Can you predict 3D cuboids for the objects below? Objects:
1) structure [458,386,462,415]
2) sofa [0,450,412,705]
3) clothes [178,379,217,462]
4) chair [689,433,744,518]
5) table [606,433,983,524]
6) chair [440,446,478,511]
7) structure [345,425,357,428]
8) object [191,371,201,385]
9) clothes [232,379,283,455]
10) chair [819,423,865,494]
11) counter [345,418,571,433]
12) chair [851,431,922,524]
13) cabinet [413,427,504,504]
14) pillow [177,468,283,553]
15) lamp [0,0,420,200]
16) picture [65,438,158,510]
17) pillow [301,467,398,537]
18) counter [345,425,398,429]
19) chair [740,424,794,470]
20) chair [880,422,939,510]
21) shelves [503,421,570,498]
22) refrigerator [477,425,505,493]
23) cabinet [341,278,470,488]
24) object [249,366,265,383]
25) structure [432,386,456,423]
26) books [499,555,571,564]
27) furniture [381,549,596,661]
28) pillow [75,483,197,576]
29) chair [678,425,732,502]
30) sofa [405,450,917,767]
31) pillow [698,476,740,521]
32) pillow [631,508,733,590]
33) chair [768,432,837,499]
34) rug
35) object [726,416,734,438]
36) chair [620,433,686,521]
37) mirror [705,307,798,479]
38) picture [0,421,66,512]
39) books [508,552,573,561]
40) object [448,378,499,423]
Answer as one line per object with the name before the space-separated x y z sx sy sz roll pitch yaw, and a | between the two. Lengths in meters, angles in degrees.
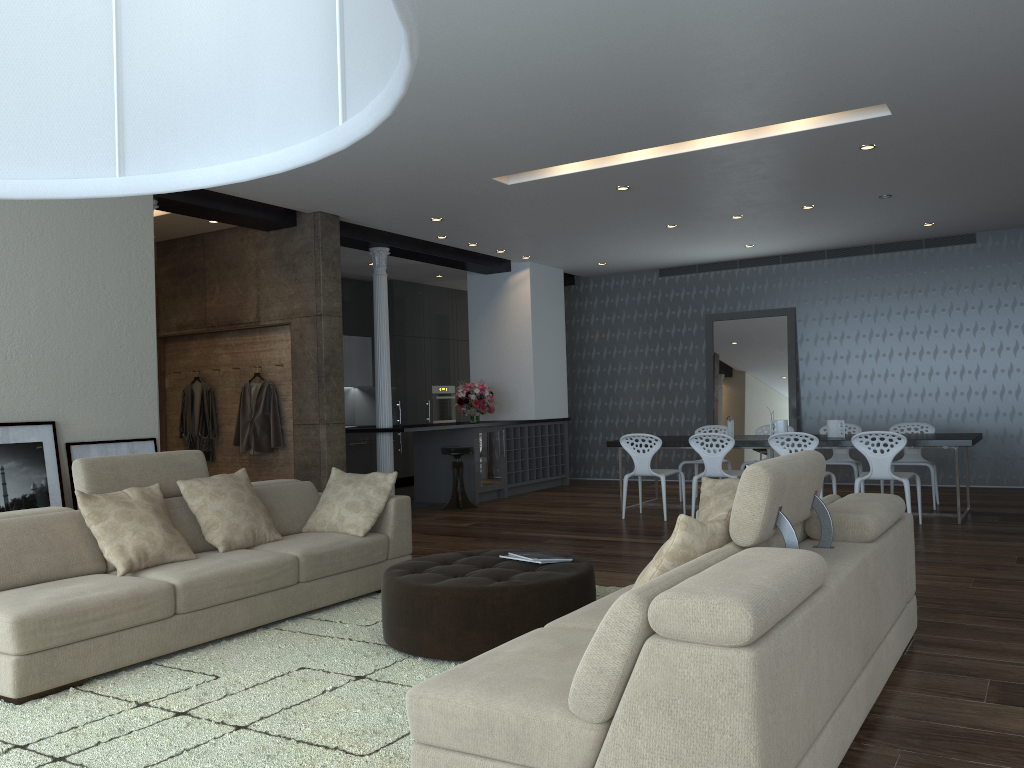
structure | -0.898 0.267 14.376 0.528 0.452 0.595 -3 -1 31
sofa | -1.729 0.848 4.858 1.021 0.950 2.581 -3 -1 31
clothes | -3.266 0.380 9.166 0.569 0.855 0.141 -3 -1 32
chair | 1.949 0.861 8.296 0.495 0.835 0.581 -3 -1 31
table | 2.756 0.899 8.863 3.400 0.733 1.200 -3 -1 31
chair | 1.793 1.046 7.538 21.556 0.952 16.134 -3 -1 31
structure | -2.550 0.595 11.813 0.520 0.066 0.900 -3 -1 31
object | -3.265 -0.033 9.186 0.430 0.219 0.010 -3 -1 31
clothes | -2.506 0.320 8.690 0.700 0.735 0.173 -3 -1 30
chair | 3.411 0.836 9.288 0.495 0.835 0.581 -3 -1 31
counter | -0.575 0.502 11.009 1.000 0.040 3.700 -3 -1 31
chair | 3.176 0.805 7.558 0.495 0.835 0.581 -3 -1 31
cabinet | -0.649 0.970 10.853 0.900 0.897 0.642 -3 -1 31
pillow | -1.612 0.720 5.084 0.301 0.439 0.534 -3 -1 28
lamp | -0.384 0.315 0.463 0.698 1.728 0.698 -1 -2 -35
picture | -2.758 0.891 6.268 0.195 0.988 0.700 -3 -1 31
pillow | -1.012 0.734 5.608 0.518 0.393 0.395 -3 -1 28
counter | -2.898 0.705 11.317 0.807 0.223 3.597 -3 -1 31
chair | 2.813 0.864 9.654 0.495 0.835 0.581 -3 -1 31
chair | 4.010 0.809 8.922 0.495 0.835 0.581 -3 -1 31
shelves | -0.038 0.972 11.851 0.900 0.897 1.700 -3 -1 31
refrigerator | -0.268 0.893 10.653 0.075 0.774 0.578 -3 -2 35
cabinet | -1.917 0.008 12.953 0.827 2.980 7.409 -3 -1 31
object | -2.502 -0.069 8.706 0.430 0.219 0.010 -3 -1 31
structure | -1.266 0.336 13.781 0.591 0.596 0.595 -3 -1 31
books | 0.117 0.881 4.482 0.219 0.031 0.300 -1 -2 -44
furniture | -0.113 1.065 4.397 1.057 0.355 1.057 -3 -2 33
pillow | -1.927 0.728 4.545 0.368 0.416 0.519 -2 -1 27
chair | 2.214 0.891 10.020 0.495 0.835 0.581 -3 -1 31
sofa | 0.783 0.734 3.321 1.021 0.950 2.581 -3 -1 31
pillow | 1.118 0.637 4.306 0.518 0.393 0.395 -3 -2 35
pillow | 0.586 0.614 3.007 0.368 0.416 0.519 -3 -2 36
chair | 2.572 0.832 7.904 0.495 0.835 0.581 -3 -1 31
rug | -0.547 1.248 3.629 2.972 0.020 4.231 -3 -1 31
object | 2.236 0.438 9.106 0.076 0.233 0.161 -2 -1 13
chair | 1.353 0.888 8.666 0.495 0.835 0.581 -3 -1 31
mirror | 3.154 0.171 11.732 1.200 2.294 0.240 -3 -1 31
picture | -3.281 0.814 5.392 0.225 1.140 1.183 -3 -1 31
books | 0.141 0.873 4.493 0.220 0.040 0.301 -1 -1 -24
object | -0.468 0.204 11.016 0.570 0.552 0.544 -3 -2 38
